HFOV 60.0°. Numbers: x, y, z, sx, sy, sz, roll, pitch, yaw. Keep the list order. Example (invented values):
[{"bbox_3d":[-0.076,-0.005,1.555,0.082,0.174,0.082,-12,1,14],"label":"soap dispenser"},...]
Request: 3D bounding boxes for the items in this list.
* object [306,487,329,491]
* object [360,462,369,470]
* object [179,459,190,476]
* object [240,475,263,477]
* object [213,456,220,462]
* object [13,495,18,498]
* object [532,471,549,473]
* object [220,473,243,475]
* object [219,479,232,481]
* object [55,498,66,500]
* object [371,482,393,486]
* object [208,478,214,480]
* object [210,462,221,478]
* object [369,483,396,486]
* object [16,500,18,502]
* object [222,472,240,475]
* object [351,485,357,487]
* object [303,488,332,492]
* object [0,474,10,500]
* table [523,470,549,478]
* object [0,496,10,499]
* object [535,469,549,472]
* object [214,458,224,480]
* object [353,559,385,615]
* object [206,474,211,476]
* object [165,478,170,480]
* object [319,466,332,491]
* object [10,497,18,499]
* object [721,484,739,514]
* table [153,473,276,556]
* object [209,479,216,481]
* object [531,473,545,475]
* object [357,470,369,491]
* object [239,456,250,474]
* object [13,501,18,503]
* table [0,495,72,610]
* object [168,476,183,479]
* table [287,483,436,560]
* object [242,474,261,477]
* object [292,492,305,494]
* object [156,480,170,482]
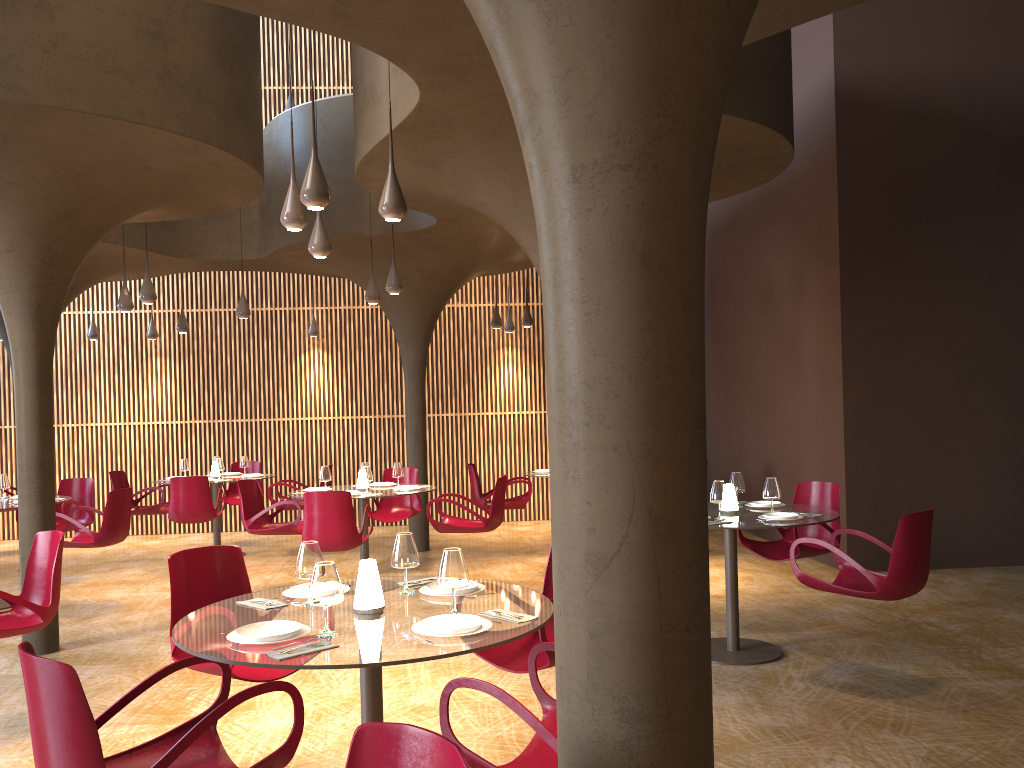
[{"bbox_3d":[-2.234,1.210,10.185,0.263,0.029,0.263,-2,-1,3],"label":"object"},{"bbox_3d":[-1.735,1.076,10.493,0.142,0.295,0.142,-2,0,28],"label":"object"},{"bbox_3d":[-4.622,1.206,12.512,0.142,0.295,0.142,-1,0,-32],"label":"object"},{"bbox_3d":[-3.739,1.325,12.739,0.332,0.014,0.332,-2,-2,19],"label":"object"},{"bbox_3d":[-4.345,1.212,13.067,0.142,0.295,0.142,-2,0,-4],"label":"object"},{"bbox_3d":[-5.650,1.306,10.308,0.263,0.029,0.263,-1,-1,-3],"label":"object"},{"bbox_3d":[0.444,1.194,12.081,0.332,0.014,0.332,-2,-2,24],"label":"object"},{"bbox_3d":[-4.195,1.350,13.248,0.332,0.014,0.332,-1,-1,-6],"label":"object"},{"bbox_3d":[-3.933,1.322,12.151,0.126,0.017,0.262,-2,-1,1],"label":"object"},{"bbox_3d":[-5.187,1.303,10.013,0.262,0.017,0.126,-2,-1,16],"label":"object"},{"bbox_3d":[-1.555,1.203,10.646,0.263,0.029,0.263,-1,-1,-3],"label":"object"},{"bbox_3d":[-4.235,1.314,12.174,0.263,0.029,0.263,-2,-1,1],"label":"object"},{"bbox_3d":[-4.258,1.232,12.721,0.142,0.232,0.144,-1,0,-19],"label":"object"},{"bbox_3d":[-1.555,1.212,10.646,0.332,0.014,0.332,-1,-2,-22],"label":"object"},{"bbox_3d":[-5.289,1.282,9.728,0.263,0.029,0.263,-2,-2,20],"label":"object"},{"bbox_3d":[-4.195,1.340,13.248,0.263,0.029,0.263,-2,-1,6],"label":"object"},{"bbox_3d":[-1.852,1.229,10.699,0.126,0.017,0.262,-2,-1,7],"label":"object"},{"bbox_3d":[-2.234,1.219,10.185,0.332,0.014,0.332,-2,-2,22],"label":"object"},{"bbox_3d":[-5.829,1.180,10.155,0.142,0.295,0.142,-2,0,-17],"label":"object"},{"bbox_3d":[1.001,1.752,12.002,1.672,1.130,1.672,-2,-1,16],"label":"table"},{"bbox_3d":[-5.947,1.332,10.361,0.126,0.017,0.262,-2,-1,7],"label":"object"},{"bbox_3d":[0.444,1.184,12.081,0.263,0.029,0.263,-2,-1,8],"label":"object"},{"bbox_3d":[-4.079,1.187,12.343,0.142,0.295,0.142,-2,0,-12],"label":"object"},{"bbox_3d":[-0.650,0.915,4.019,0.142,0.232,0.144,-1,0,-44],"label":"object"},{"bbox_3d":[-4.497,1.365,13.248,0.126,0.017,0.262,-1,-1,-3],"label":"object"},{"bbox_3d":[-4.784,1.352,12.676,0.332,0.014,0.332,-2,-1,9],"label":"object"},{"bbox_3d":[-2.103,1.074,9.994,0.142,0.295,0.142,-2,0,34],"label":"object"},{"bbox_3d":[-5.649,1.316,10.308,0.332,0.014,0.332,-1,-2,-22],"label":"object"},{"bbox_3d":[1.763,0.928,7.187,0.142,0.232,0.144,-2,0,43],"label":"object"},{"bbox_3d":[-4.240,1.913,12.722,1.672,1.130,1.672,-2,-1,5],"label":"table"},{"bbox_3d":[-4.235,1.324,12.174,0.332,0.014,0.332,-1,-1,-15],"label":"object"},{"bbox_3d":[0.367,1.196,11.788,0.262,0.017,0.126,-2,-1,11],"label":"object"},{"bbox_3d":[-1.709,1.097,10.137,0.142,0.232,0.144,-1,0,-29],"label":"object"},{"bbox_3d":[-3.897,1.196,12.914,0.142,0.295,0.142,-2,0,39],"label":"object"},{"bbox_3d":[-5.289,1.291,9.728,0.332,0.014,0.332,-2,-2,26],"label":"object"},{"bbox_3d":[-5.785,1.882,9.801,1.672,1.130,1.672,-2,-1,15],"label":"table"},{"bbox_3d":[-4.784,1.342,12.676,0.263,0.029,0.263,-2,-2,31],"label":"object"},{"bbox_3d":[-1.690,1.778,10.138,1.672,1.130,1.672,-2,-1,15],"label":"table"},{"bbox_3d":[-3.739,1.315,12.739,0.263,0.029,0.263,-1,-2,-26],"label":"object"},{"bbox_3d":[-2.316,1.221,9.894,0.262,0.017,0.126,-2,-1,12],"label":"object"},{"bbox_3d":[-4.814,1.352,12.375,0.262,0.017,0.126,-2,-1,2],"label":"object"}]
